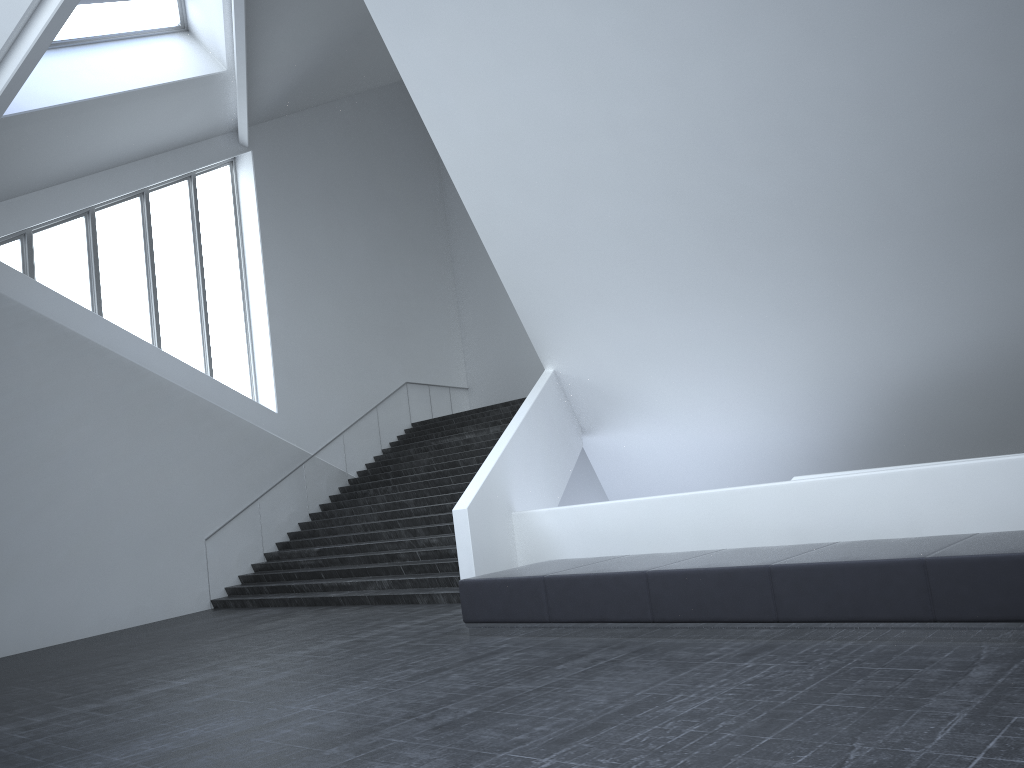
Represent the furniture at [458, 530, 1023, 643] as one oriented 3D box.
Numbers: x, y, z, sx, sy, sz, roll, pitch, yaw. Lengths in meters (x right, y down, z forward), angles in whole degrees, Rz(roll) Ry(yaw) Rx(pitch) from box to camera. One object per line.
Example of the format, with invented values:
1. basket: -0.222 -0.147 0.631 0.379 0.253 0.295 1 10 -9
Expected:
1. furniture: 2.087 1.788 7.727 5.742 0.580 1.488 -14 -9 41
